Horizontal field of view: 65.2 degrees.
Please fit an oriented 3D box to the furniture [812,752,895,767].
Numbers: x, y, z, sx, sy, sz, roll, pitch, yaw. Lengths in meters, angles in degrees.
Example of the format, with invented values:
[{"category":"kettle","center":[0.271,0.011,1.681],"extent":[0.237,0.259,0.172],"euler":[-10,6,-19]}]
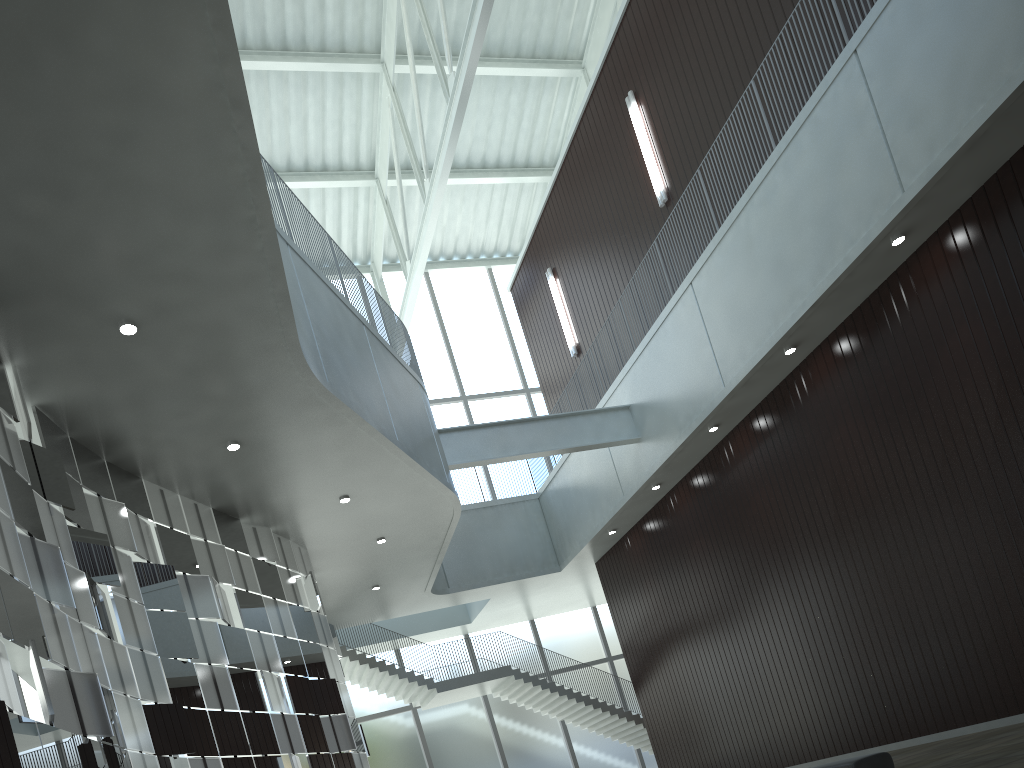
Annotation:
[{"category":"furniture","center":[13.863,16.476,33.799],"extent":[2.063,0.983,4.615],"euler":[-8,-27,-21]}]
